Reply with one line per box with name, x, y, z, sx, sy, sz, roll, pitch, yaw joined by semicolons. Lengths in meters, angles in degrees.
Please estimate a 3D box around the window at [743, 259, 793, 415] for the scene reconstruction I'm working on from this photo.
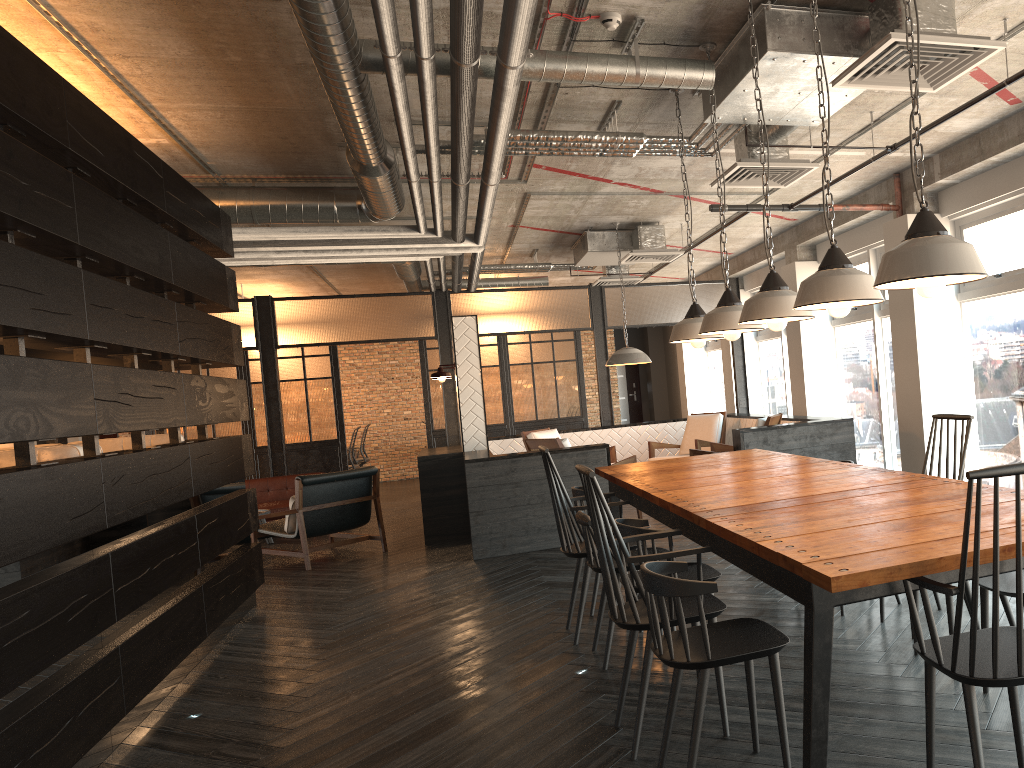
window;3.940;-0.279;11.935;0.264;2.876;2.311;-5;0;-4

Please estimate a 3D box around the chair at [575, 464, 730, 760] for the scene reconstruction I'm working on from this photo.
chair;0.548;0.797;3.129;0.536;1.033;0.420;-5;1;-13

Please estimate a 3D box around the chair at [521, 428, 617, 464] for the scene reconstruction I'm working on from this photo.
chair;0.686;0.945;9.488;0.838;0.907;0.803;-5;0;27

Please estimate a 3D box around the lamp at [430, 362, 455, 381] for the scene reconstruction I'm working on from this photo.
lamp;-0.681;-0.117;8.106;0.165;0.171;0.263;-5;0;45

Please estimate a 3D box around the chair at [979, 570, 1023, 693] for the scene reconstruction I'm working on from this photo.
chair;1.994;0.823;3.154;0.488;0.738;0.343;-5;1;-14

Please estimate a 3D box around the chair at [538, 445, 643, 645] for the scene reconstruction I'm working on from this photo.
chair;0.449;0.826;4.510;0.536;1.033;0.420;-5;1;-13

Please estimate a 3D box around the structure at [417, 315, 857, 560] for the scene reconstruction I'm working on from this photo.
structure;1.109;0.297;9.058;4.342;2.116;3.394;-5;0;-13

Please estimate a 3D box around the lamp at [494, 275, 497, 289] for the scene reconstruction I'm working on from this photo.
lamp;-0.319;-1.133;13.728;0.321;0.858;3.168;-5;-1;-4

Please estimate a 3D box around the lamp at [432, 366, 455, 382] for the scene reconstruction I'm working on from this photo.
lamp;-0.729;-0.103;8.772;0.165;0.171;0.263;-5;0;45

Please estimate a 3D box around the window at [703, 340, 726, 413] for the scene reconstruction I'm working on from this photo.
window;3.754;-0.223;14.540;0.264;2.876;2.311;-5;0;-4

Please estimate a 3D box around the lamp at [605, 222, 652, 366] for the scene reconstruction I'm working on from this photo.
lamp;1.208;-0.986;9.086;0.535;1.546;0.484;-5;1;-5

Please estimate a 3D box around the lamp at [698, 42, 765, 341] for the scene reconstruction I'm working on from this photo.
lamp;1.115;-1.096;4.472;0.362;1.738;0.370;-5;1;7

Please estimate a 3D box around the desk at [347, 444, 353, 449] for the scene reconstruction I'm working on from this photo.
desk;-3.100;1.421;13.633;0.869;0.720;1.522;-5;0;-8

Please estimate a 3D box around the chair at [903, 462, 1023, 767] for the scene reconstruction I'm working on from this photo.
chair;1.369;0.715;2.350;0.489;1.033;0.462;-5;1;-7

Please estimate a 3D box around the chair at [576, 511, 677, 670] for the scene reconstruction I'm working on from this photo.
chair;0.580;0.963;4.096;0.508;0.726;0.342;-5;1;-14

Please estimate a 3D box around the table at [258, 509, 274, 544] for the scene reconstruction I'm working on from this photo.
table;-2.787;1.485;8.230;0.791;0.372;0.637;-5;0;-18

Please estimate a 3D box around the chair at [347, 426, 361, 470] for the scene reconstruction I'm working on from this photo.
chair;-2.564;1.182;12.261;0.765;1.063;0.635;-5;1;-13

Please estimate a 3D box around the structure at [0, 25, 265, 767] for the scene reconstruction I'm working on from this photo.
structure;-4.859;0.378;2.285;6.693;2.743;5.022;-5;0;-14

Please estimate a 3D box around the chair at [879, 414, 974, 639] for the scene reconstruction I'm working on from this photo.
chair;2.048;0.686;4.165;0.536;1.033;0.420;-5;1;-13

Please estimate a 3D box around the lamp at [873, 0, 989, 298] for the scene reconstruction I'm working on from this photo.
lamp;1.248;-1.136;2.609;0.322;1.738;0.409;-5;1;30

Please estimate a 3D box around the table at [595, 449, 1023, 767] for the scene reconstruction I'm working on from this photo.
table;1.308;0.867;4.036;1.286;0.792;3.478;-5;-1;-6

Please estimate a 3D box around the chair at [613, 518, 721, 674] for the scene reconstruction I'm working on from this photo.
chair;0.695;0.941;3.661;0.488;0.738;0.343;-5;1;-14

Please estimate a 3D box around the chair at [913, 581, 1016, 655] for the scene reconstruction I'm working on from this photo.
chair;1.970;0.839;3.643;0.508;0.726;0.342;-5;1;-14

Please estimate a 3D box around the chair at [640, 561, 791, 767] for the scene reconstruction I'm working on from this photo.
chair;0.669;0.928;2.695;0.488;0.738;0.343;-5;1;-14

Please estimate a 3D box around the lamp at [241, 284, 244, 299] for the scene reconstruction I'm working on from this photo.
lamp;-3.660;-0.869;12.570;0.321;0.858;3.168;-5;-1;-4

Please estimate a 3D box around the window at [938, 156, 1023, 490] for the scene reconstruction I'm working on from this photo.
window;4.312;-0.390;6.729;0.264;2.876;2.311;-5;0;-4

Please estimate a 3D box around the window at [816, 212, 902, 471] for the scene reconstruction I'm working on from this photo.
window;4.126;-0.334;9.329;0.264;2.876;2.311;-5;0;-4

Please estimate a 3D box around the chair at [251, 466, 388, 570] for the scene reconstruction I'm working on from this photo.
chair;-1.779;1.179;7.543;0.869;0.796;0.867;-5;0;42

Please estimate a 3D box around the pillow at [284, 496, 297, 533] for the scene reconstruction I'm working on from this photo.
pillow;-1.658;1.113;7.424;0.217;0.334;0.784;-4;0;44

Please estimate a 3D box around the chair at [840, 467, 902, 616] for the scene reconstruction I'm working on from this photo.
chair;1.883;0.855;4.625;0.488;0.738;0.343;-5;1;-14

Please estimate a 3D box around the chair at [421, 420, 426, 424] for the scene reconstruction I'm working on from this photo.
chair;-0.973;1.057;12.805;0.765;1.063;0.635;-5;1;-13

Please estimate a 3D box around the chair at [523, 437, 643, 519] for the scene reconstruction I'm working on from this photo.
chair;0.692;0.923;8.023;1.089;0.907;0.610;-5;0;-42

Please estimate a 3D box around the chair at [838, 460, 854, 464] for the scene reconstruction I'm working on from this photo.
chair;1.909;0.860;5.117;0.488;0.738;0.343;-5;1;-14

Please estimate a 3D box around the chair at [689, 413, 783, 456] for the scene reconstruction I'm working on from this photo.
chair;2.310;0.794;8.551;0.858;0.907;0.787;-5;0;21

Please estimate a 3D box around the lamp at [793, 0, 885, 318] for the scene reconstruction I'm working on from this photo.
lamp;1.204;-1.123;3.231;0.413;1.738;0.318;-6;1;-24

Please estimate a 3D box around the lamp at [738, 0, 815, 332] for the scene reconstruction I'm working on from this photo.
lamp;1.160;-1.109;3.852;0.377;1.738;0.355;-5;1;-1

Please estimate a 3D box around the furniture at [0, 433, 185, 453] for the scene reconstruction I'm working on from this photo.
furniture;-3.045;1.013;4.958;2.064;1.261;0.536;-5;1;-18

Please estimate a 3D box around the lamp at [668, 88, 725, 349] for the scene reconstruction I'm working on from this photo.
lamp;1.071;-1.083;5.093;0.362;1.738;0.370;-5;1;7

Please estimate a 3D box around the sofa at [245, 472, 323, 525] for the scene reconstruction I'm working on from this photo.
sofa;-2.876;1.375;9.091;1.778;0.638;0.610;-5;0;-17

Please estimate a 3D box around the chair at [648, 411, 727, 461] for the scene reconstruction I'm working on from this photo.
chair;2.178;0.829;10.090;0.618;0.907;1.078;-5;0;39

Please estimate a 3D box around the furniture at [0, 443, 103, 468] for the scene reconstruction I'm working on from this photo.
furniture;-2.957;0.987;3.730;2.062;1.261;0.973;-5;0;-16

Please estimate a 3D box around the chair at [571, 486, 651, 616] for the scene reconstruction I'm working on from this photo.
chair;0.619;0.968;5.050;0.488;0.738;0.343;-5;1;-14

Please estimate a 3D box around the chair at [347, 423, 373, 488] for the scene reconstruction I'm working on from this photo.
chair;-2.674;1.215;13.802;0.765;1.063;0.635;-5;1;-13
